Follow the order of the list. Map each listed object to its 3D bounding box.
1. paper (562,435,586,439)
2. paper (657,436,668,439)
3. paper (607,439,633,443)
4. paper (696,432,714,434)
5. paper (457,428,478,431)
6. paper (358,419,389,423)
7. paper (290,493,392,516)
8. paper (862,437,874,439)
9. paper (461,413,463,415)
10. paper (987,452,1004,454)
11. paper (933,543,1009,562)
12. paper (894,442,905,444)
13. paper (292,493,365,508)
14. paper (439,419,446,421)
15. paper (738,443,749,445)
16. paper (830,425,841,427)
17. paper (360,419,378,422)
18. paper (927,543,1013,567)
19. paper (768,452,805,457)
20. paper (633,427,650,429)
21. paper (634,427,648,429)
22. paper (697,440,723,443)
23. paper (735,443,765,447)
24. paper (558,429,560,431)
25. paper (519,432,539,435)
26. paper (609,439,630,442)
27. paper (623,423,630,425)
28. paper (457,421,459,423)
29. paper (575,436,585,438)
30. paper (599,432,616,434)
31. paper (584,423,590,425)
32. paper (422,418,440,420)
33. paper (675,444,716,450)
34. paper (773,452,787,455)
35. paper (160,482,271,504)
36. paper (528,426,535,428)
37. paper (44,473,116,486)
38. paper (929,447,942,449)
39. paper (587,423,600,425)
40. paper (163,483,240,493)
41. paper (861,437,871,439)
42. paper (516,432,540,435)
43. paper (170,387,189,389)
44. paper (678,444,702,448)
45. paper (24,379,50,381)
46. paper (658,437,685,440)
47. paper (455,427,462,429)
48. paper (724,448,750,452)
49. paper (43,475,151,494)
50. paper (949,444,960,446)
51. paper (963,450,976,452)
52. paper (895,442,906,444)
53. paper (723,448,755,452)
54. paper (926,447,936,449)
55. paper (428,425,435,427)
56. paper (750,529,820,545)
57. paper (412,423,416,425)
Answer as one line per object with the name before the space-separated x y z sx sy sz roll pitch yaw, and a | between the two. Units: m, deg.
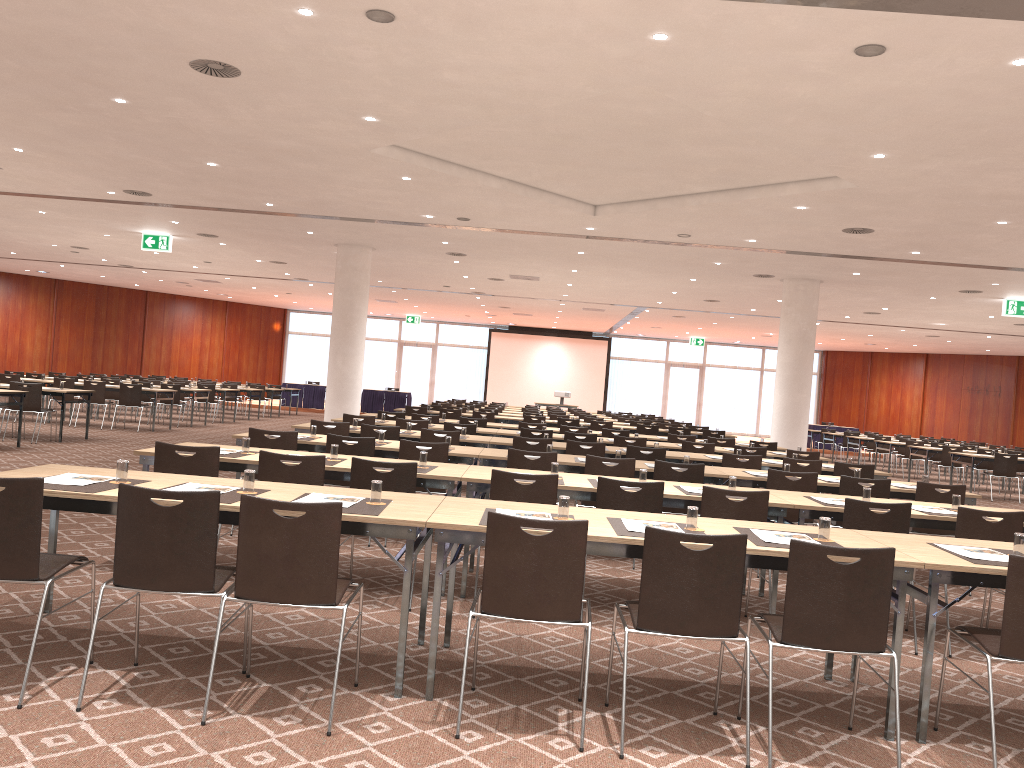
paper | 0.928 0.749 12.348 0.460 0.003 0.565 5 0 3
paper | 2.518 0.874 14.396 0.283 0.006 0.398 5 0 1
paper | 1.561 0.799 12.355 0.460 0.003 0.565 5 0 1
paper | 3.961 0.998 17.801 0.460 0.003 0.565 5 0 -2
paper | -0.702 0.620 12.392 0.460 0.003 0.565 5 0 -2
paper | -1.994 0.518 12.448 0.460 0.003 0.565 5 0 0
paper | -0.856 0.594 4.396 0.460 0.003 0.565 5 0 -1
paper | 9.557 1.447 23.751 0.283 0.006 0.398 5 0 0
paper | -1.205 0.590 17.907 0.460 0.003 0.565 5 0 0
paper | 10.834 1.545 19.665 0.460 0.003 0.565 5 0 2
paper | 2.330 0.842 4.414 0.283 0.006 0.398 5 0 1
paper | 9.583 1.450 21.673 0.460 0.003 0.565 5 0 3
paper | -0.921 0.585 4.476 0.283 0.006 0.398 5 0 3
paper | -1.310 0.576 14.420 0.460 0.003 0.565 5 0 0
paper | 3.824 0.978 14.349 0.283 0.006 0.398 5 0 -1
paper | 11.349 1.474 31.133 0.283 0.006 0.398 5 0 1
paper | -2.018 0.513 12.501 0.283 0.006 0.398 5 0 4
paper | 2.384 0.850 4.358 0.460 0.003 0.565 5 0 4
paper | 3.820 0.977 12.275 0.460 0.003 0.565 5 0 2
paper | 2.687 0.898 17.840 0.460 0.003 0.565 5 0 1
paper | 2.612 0.888 17.901 0.283 0.006 0.398 5 0 3
paper | 3.235 0.935 14.297 0.460 0.003 0.565 5 0 5
paper | 3.860 0.984 14.313 0.460 0.003 0.565 5 0 2
paper | 0.980 0.757 14.376 0.460 0.003 0.565 5 0 0
paper | 0.237 0.691 12.448 0.283 0.006 0.398 5 0 -1
paper | 1.507 0.791 12.408 0.283 0.006 0.398 5 0 1
paper | 2.716 0.904 19.813 0.460 0.003 0.565 5 0 2
paper | -0.655 0.628 14.395 0.460 0.003 0.565 5 0 -1
paper | 0.878 0.741 12.438 0.283 0.006 0.398 5 0 5
paper | 1.561 0.799 14.428 0.283 0.006 0.398 5 0 2
paper | 1.687 0.819 17.835 0.460 0.003 0.565 5 0 2
paper | -1.328 0.571 14.467 0.283 0.006 0.398 5 0 2
paper | 2.547 0.877 12.316 0.460 0.003 0.565 5 0 0
paper | 3.814 0.973 12.366 0.283 0.006 0.398 5 0 3
paper | -1.520 0.541 4.422 0.460 0.003 0.565 5 0 4
paper | 0.266 0.697 14.439 0.283 0.006 0.398 5 0 1
paper | -2.218 0.482 4.504 0.283 0.006 0.398 5 0 2
paper | 9.499 1.436 19.765 0.283 0.006 0.398 5 0 2
paper | 1.664 0.813 17.908 0.283 0.006 0.398 5 0 1
paper | -1.579 0.533 4.487 0.283 0.006 0.398 5 0 4
paper | 9.595 1.454 23.659 0.460 0.003 0.565 5 0 0
paper | 0.295 0.699 12.363 0.460 0.003 0.565 5 0 -2
paper | -7.480 0.098 20.050 0.460 0.003 0.565 5 0 4
paper | 2.484 0.868 12.372 0.283 0.006 0.398 5 0 3
paper | -9.775 -0.086 18.121 0.460 0.003 0.565 5 0 2
paper | 2.595 0.884 14.332 0.460 0.003 0.565 5 0 2
paper | -0.749 0.613 12.465 0.283 0.006 0.398 5 0 1
paper | 3.134 0.919 12.377 0.283 0.006 0.398 5 0 2
paper | -2.152 0.492 4.416 0.460 0.003 0.565 5 0 5
paper | 11.812 1.625 23.672 0.283 0.006 0.398 5 0 0
paper | 10.132 1.486 19.732 0.283 0.006 0.398 5 0 -2
paper | 9.508 1.440 21.746 0.283 0.006 0.398 5 0 1
paper | 3.213 0.930 12.330 0.460 0.003 0.565 5 0 0
paper | 9.507 1.440 19.666 0.460 0.003 0.565 5 0 -1
paper | -1.325 0.571 12.419 0.460 0.003 0.565 5 0 1
paper | 1.364 0.765 4.416 0.283 0.006 0.398 5 0 4
paper | -1.411 0.561 12.483 0.283 0.006 0.398 5 0 2
